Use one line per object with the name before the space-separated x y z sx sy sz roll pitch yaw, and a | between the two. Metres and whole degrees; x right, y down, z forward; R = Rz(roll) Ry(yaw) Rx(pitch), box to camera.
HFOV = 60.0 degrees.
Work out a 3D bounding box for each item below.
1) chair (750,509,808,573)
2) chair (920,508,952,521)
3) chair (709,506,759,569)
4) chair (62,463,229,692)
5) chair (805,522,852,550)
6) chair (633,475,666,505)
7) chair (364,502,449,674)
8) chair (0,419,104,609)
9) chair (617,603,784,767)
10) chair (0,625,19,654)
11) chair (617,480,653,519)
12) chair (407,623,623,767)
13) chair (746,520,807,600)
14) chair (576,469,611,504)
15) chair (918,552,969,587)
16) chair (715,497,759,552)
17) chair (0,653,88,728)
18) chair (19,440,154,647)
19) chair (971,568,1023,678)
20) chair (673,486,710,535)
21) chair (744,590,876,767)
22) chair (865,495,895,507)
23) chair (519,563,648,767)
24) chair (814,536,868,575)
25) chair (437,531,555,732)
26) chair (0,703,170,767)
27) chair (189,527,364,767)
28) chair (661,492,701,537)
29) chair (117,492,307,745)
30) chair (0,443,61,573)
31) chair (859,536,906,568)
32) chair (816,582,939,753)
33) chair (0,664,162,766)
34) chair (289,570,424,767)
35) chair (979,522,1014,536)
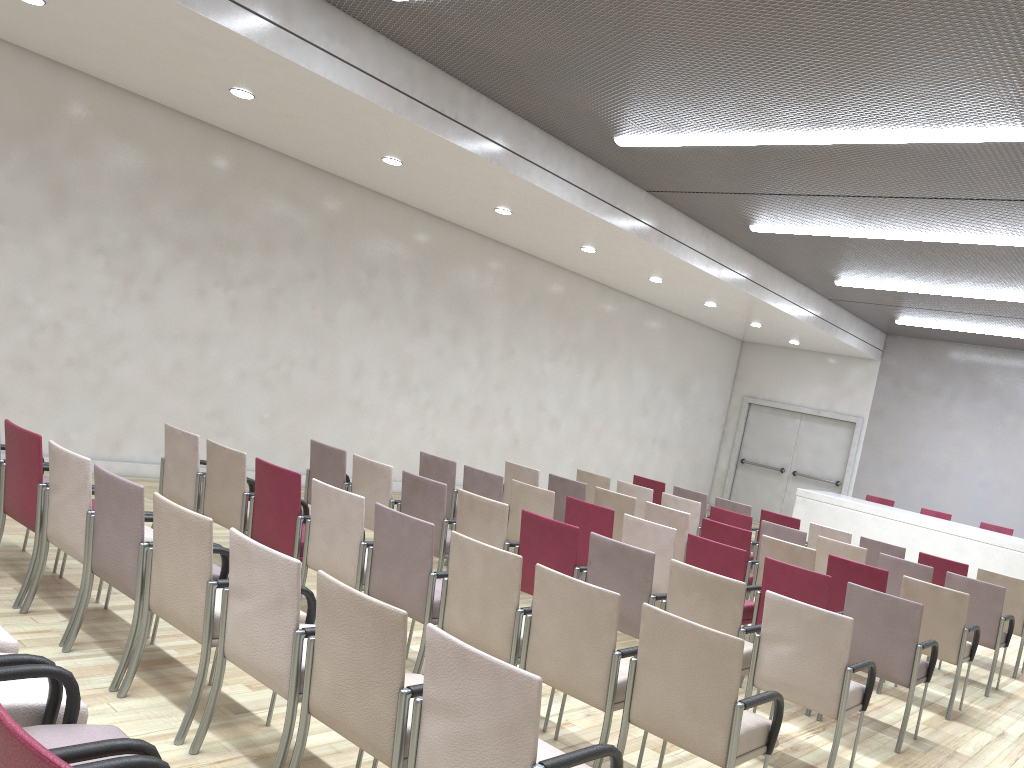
chair | 2.986 1.877 9.791 0.513 0.890 0.640 12 0 39
chair | 6.357 2.378 13.616 0.513 0.890 0.640 12 0 39
chair | 2.225 1.712 8.852 0.513 0.890 0.640 12 0 40
chair | -1.643 0.870 4.121 0.513 0.890 0.640 12 0 40
chair | 3.405 1.967 9.438 0.513 0.890 0.640 12 0 40
chair | 1.737 1.611 10.852 0.513 0.890 0.640 12 0 40
chair | -0.456 1.127 4.717 0.513 0.890 0.640 12 0 41
chair | -2.459 0.696 4.835 0.513 0.890 0.640 12 0 39
chair | 0.786 1.393 3.671 0.513 0.890 0.640 12 0 40
chair | -1.985 0.794 2.832 0.513 0.890 0.640 12 0 40
chair | 1.386 1.533 9.549 0.513 0.890 0.640 12 0 40
chair | 0.005 1.223 2.726 0.513 0.890 0.640 12 0 41
chair | 2.626 1.798 8.489 0.513 0.890 0.640 12 0 40
chair | 0.980 1.446 9.909 0.513 0.890 0.640 12 0 39
chair | 4.226 2.143 8.727 0.513 0.890 0.640 12 0 39
chair | 2.574 1.789 10.154 0.513 0.890 0.640 12 0 41
chair | -1.587 0.880 2.477 0.513 0.890 0.640 12 0 40
chair | -2.039 0.786 4.482 0.513 0.890 0.640 12 0 40
chair | 4.623 2.227 8.381 0.513 0.890 0.640 12 0 40
chair | 2.159 1.701 10.493 0.513 0.890 0.640 12 0 40
chair | 1.552 1.559 4.608 0.513 0.890 0.640 12 0 39
chair | 5.713 2.241 14.166 0.513 0.890 0.640 12 0 39
chair | 0.363 1.302 4.012 0.513 0.890 0.640 12 0 39
chair | 3.040 1.886 8.151 0.513 0.890 0.640 12 0 39
chair | -0.036 1.217 4.373 0.513 0.890 0.640 12 0 39
chair | -0.758 1.057 1.761 0.513 0.890 0.640 12 0 40
chair | -0.804 1.050 3.421 0.513 0.890 0.640 12 0 41
chair | 1.803 1.622 9.208 0.513 0.890 0.640 12 0 39
chair | -1.236 0.958 3.778 0.513 0.890 0.640 12 0 40
chair | -2.871 0.608 5.185 0.513 0.890 0.640 12 0 40
chair | 3.802 2.052 9.087 0.513 0.890 0.640 12 0 41
chair | 2.326 1.727 5.550 0.513 0.890 0.640 12 0 39
chair | -1.167 0.969 2.133 0.513 0.890 0.640 12 0 41
chair | -0.399 1.136 3.076 0.513 0.890 0.640 12 0 40
chair | 7.001 2.516 13.066 0.513 0.890 0.640 12 0 39
